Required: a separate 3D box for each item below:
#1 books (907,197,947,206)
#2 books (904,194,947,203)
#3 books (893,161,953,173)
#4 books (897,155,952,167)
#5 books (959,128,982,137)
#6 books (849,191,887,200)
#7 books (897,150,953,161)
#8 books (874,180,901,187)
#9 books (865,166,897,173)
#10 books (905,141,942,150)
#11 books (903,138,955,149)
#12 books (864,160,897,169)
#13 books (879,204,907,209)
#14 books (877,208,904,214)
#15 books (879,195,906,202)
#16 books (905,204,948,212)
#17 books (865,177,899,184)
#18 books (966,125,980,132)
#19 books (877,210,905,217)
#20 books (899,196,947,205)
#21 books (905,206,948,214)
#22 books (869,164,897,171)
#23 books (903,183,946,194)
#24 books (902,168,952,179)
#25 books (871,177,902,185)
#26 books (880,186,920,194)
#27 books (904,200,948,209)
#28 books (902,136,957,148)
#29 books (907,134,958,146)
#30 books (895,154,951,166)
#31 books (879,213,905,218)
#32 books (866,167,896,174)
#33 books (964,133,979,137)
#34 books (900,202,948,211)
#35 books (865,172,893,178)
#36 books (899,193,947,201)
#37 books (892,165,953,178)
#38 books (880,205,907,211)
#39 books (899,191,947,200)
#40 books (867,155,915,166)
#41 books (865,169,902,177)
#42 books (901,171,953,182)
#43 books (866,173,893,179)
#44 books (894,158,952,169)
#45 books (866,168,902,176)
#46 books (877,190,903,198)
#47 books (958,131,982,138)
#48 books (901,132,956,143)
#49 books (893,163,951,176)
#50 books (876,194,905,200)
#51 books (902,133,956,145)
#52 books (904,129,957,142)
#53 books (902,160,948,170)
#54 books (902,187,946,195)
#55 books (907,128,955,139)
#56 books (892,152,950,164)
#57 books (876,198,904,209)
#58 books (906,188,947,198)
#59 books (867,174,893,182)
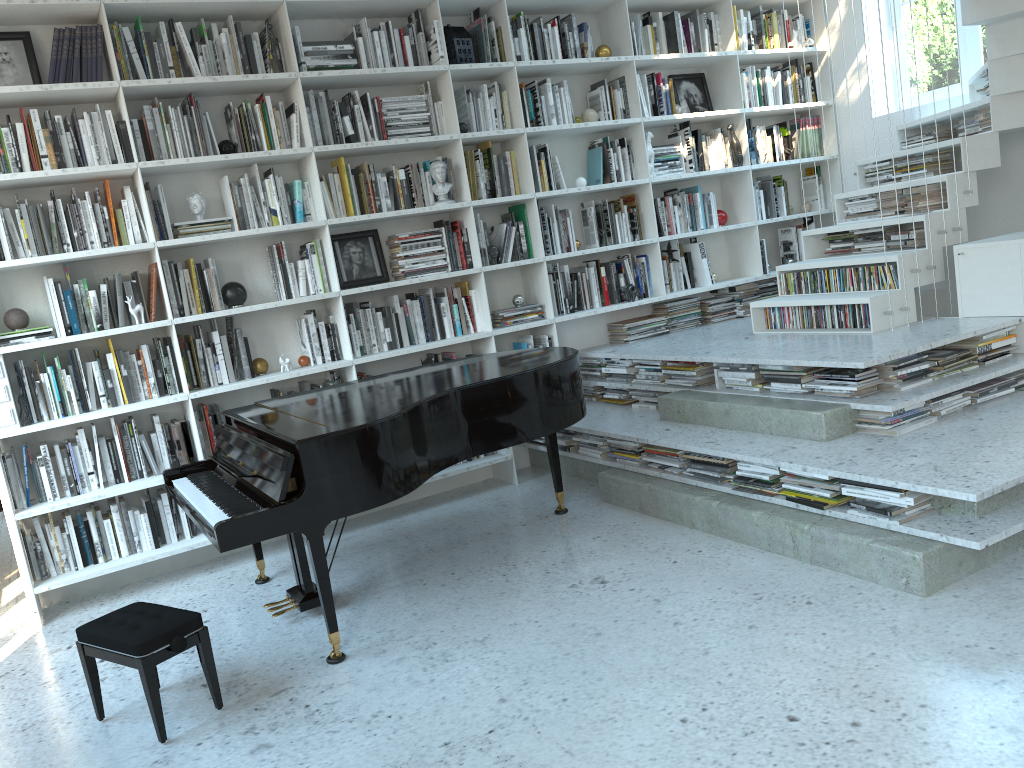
[{"bbox_3d":[2.261,-0.985,4.771,0.214,0.015,0.138,-9,8,0],"label":"books"},{"bbox_3d":[2.259,-1.006,4.783,0.232,0.011,0.171,-8,8,9],"label":"books"},{"bbox_3d":[2.334,-1.231,5.037,0.186,0.009,0.260,-12,9,-17],"label":"books"},{"bbox_3d":[2.342,-1.264,5.037,0.144,0.011,0.256,-12,9,-20],"label":"books"},{"bbox_3d":[2.667,-1.433,4.993,0.175,0.017,0.265,-9,8,1],"label":"books"},{"bbox_3d":[2.134,-1.126,5.288,0.157,0.014,0.180,-14,9,-29],"label":"books"},{"bbox_3d":[2.346,-1.295,5.035,0.134,0.007,0.297,-12,9,-18],"label":"books"},{"bbox_3d":[2.308,-1.217,5.340,0.146,0.014,0.211,-11,8,-12],"label":"books"},{"bbox_3d":[2.276,-1.297,5.323,0.168,0.005,0.291,-11,8,-9],"label":"books"},{"bbox_3d":[2.591,-1.481,5.486,0.151,0.006,0.261,-13,9,-22],"label":"books"},{"bbox_3d":[2.588,-1.486,5.484,0.173,0.006,0.266,-12,9,-18],"label":"books"},{"bbox_3d":[2.267,-1.323,5.317,0.190,0.015,0.230,-11,8,-13],"label":"books"},{"bbox_3d":[2.212,-1.014,5.019,0.188,0.005,0.181,-14,9,-27],"label":"books"},{"bbox_3d":[2.211,-0.993,5.031,0.199,0.014,0.177,-13,9,-23],"label":"books"},{"bbox_3d":[2.193,-1.059,5.038,0.159,0.012,0.129,-11,8,-12],"label":"books"},{"bbox_3d":[2.267,-0.956,4.792,0.215,0.013,0.189,-9,8,5],"label":"books"},{"bbox_3d":[2.285,-1.238,5.332,0.176,0.009,0.274,-11,8,-14],"label":"books"},{"bbox_3d":[2.686,-1.456,4.991,0.141,0.022,0.230,-10,8,-4],"label":"books"},{"bbox_3d":[2.201,-0.981,5.059,0.183,0.016,0.128,-12,9,-20],"label":"books"},{"bbox_3d":[2.259,-0.995,4.770,0.295,0.006,0.146,-8,8,7],"label":"books"},{"bbox_3d":[2.269,-0.945,4.800,0.206,0.012,0.183,-9,8,0],"label":"books"},{"bbox_3d":[2.295,-1.312,5.326,0.135,0.017,0.297,-11,8,-11],"label":"books"},{"bbox_3d":[2.250,-1.057,4.770,0.234,0.025,0.157,-8,8,10],"label":"books"},{"bbox_3d":[2.361,-1.197,5.050,0.130,0.014,0.249,-11,8,-14],"label":"books"},{"bbox_3d":[2.298,-1.229,5.336,0.149,0.014,0.228,-12,8,-15],"label":"books"},{"bbox_3d":[2.192,-1.097,5.020,0.155,0.009,0.155,-14,9,-27],"label":"books"},{"bbox_3d":[2.264,-0.974,4.787,0.222,0.011,0.180,-9,8,4],"label":"books"},{"bbox_3d":[2.578,-1.493,5.480,0.182,0.011,0.253,-12,9,-20],"label":"books"},{"bbox_3d":[2.598,-1.507,5.485,0.145,0.010,0.266,-12,9,-18],"label":"books"},{"bbox_3d":[2.331,-1.272,5.032,0.173,0.009,0.239,-12,9,-18],"label":"books"},{"bbox_3d":[2.205,-0.969,5.057,0.162,0.007,0.132,-12,9,-18],"label":"books"},{"bbox_3d":[2.278,-1.291,5.324,0.162,0.008,0.289,-11,8,-8],"label":"books"},{"bbox_3d":[2.675,-1.412,4.997,0.179,0.013,0.257,-10,8,-3],"label":"books"},{"bbox_3d":[2.266,-0.967,4.801,0.254,0.007,0.188,-9,8,0],"label":"books"},{"bbox_3d":[2.281,-1.267,5.327,0.184,0.006,0.262,-11,8,-12],"label":"books"},{"bbox_3d":[2.256,-1.012,4.767,0.295,0.007,0.145,-9,8,3],"label":"books"},{"bbox_3d":[2.331,-1.205,5.039,0.182,0.013,0.287,-11,8,-13],"label":"books"},{"bbox_3d":[2.203,-1.007,5.043,0.139,0.013,0.155,-13,9,-25],"label":"books"},{"bbox_3d":[2.255,-1.020,4.766,0.295,0.007,0.145,-8,8,7],"label":"books"},{"bbox_3d":[2.274,-1.339,5.317,0.165,0.014,0.235,-11,8,-10],"label":"books"},{"bbox_3d":[2.278,-1.272,5.326,0.170,0.006,0.268,-12,8,-16],"label":"books"},{"bbox_3d":[2.362,-1.184,5.052,0.136,0.013,0.258,-12,8,-15],"label":"books"},{"bbox_3d":[2.290,-1.263,5.330,0.152,0.005,0.292,-12,8,-15],"label":"books"},{"bbox_3d":[2.331,-1.252,5.034,0.176,0.007,0.254,-12,9,-19],"label":"books"},{"bbox_3d":[2.277,-1.281,5.325,0.171,0.011,0.231,-12,8,-16],"label":"books"},{"bbox_3d":[2.196,-1.084,5.017,0.166,0.017,0.190,-13,9,-25],"label":"books"},{"bbox_3d":[2.678,-1.422,4.996,0.160,0.007,0.292,-10,8,-5],"label":"books"},{"bbox_3d":[2.570,-1.520,5.475,0.184,0.006,0.262,-12,9,-21],"label":"books"},{"bbox_3d":[2.328,-1.218,5.037,0.190,0.014,0.243,-11,8,-14],"label":"books"},{"bbox_3d":[2.199,-1.069,5.018,0.218,0.012,0.156,-11,8,-11],"label":"books"},{"bbox_3d":[2.576,-1.513,5.477,0.169,0.010,0.282,-11,8,-12],"label":"books"},{"bbox_3d":[2.581,-1.534,5.477,0.150,0.017,0.288,-11,8,-12],"label":"books"},{"bbox_3d":[2.343,-1.244,5.039,0.154,0.014,0.196,-11,8,-14],"label":"books"},{"bbox_3d":[2.252,-1.041,4.765,0.254,0.005,0.160,-9,8,5],"label":"books"},{"bbox_3d":[2.584,-1.547,5.477,0.160,0.008,0.238,-12,9,-18],"label":"books"},{"bbox_3d":[2.322,-1.281,5.028,0.191,0.013,0.243,-12,8,-16],"label":"books"},{"bbox_3d":[2.210,-1.034,5.012,0.178,0.036,0.221,-13,9,-23],"label":"books"},{"bbox_3d":[2.255,-1.034,4.781,0.184,0.016,0.178,-9,8,1],"label":"books"},{"bbox_3d":[2.284,-1.251,5.330,0.166,0.018,0.264,-11,8,-8],"label":"books"}]
